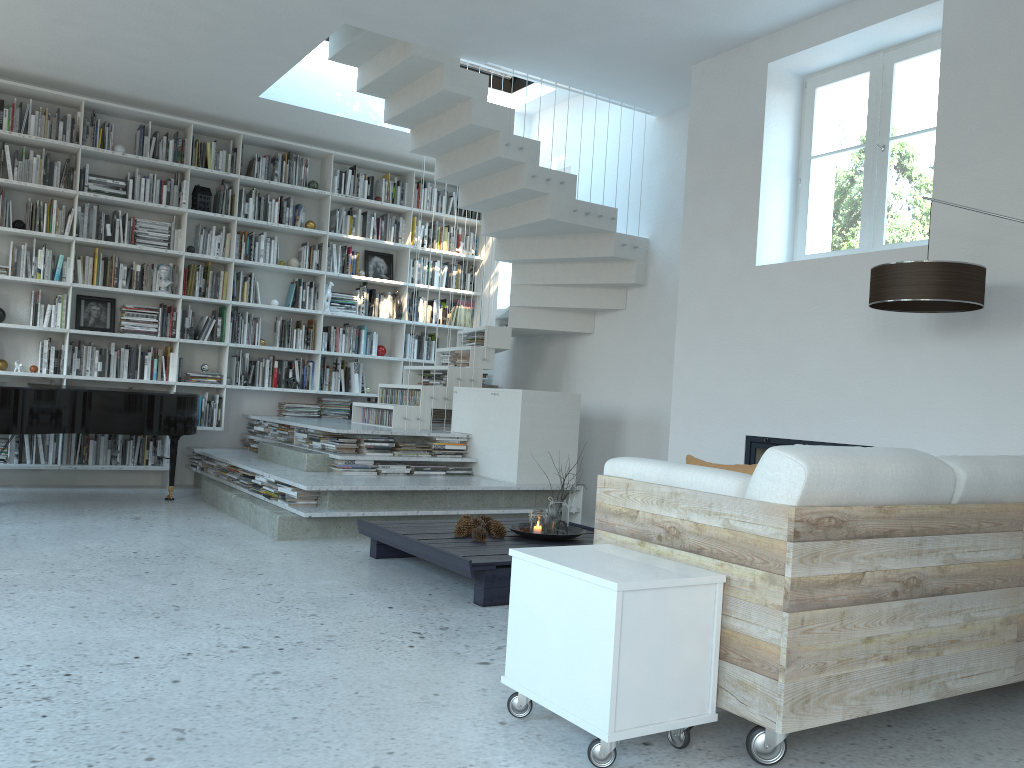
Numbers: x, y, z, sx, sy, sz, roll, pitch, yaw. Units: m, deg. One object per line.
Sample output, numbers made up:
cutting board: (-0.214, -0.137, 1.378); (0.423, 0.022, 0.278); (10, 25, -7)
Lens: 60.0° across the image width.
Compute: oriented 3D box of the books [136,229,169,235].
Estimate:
books: (-3.077, -1.288, 7.557); (0.254, 0.012, 0.161); (4, -1, -36)

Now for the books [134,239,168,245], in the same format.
books: (-3.084, -1.204, 7.560); (0.254, 0.012, 0.161); (4, -1, -34)

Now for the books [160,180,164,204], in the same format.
books: (-3.008, -1.614, 7.579); (0.012, 0.230, 0.158); (4, -1, -33)

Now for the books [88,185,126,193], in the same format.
books: (-3.372, -1.605, 7.360); (0.285, 0.012, 0.159); (4, -1, -35)

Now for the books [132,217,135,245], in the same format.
books: (-3.199, -1.269, 7.456); (0.013, 0.247, 0.176); (4, -1, -33)

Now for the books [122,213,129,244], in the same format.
books: (-3.248, -1.284, 7.430); (0.021, 0.269, 0.191); (4, -1, -33)

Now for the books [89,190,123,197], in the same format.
books: (-3.371, -1.568, 7.354); (0.254, 0.012, 0.161); (4, -1, -28)

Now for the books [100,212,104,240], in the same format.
books: (-3.407, -1.286, 7.340); (0.014, 0.250, 0.172); (4, -1, -33)

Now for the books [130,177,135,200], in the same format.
books: (-3.212, -1.625, 7.481); (0.024, 0.223, 0.128); (4, -1, -33)

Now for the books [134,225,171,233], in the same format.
books: (-3.078, -1.313, 7.561); (0.285, 0.012, 0.159); (4, -1, -34)

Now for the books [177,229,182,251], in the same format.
books: (-2.899, -1.225, 7.681); (0.030, 0.205, 0.158); (4, -1, -33)

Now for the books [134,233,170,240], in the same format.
books: (-3.081, -1.252, 7.561); (0.285, 0.012, 0.159); (4, -1, -32)

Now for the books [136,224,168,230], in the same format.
books: (-3.072, -1.325, 7.554); (0.254, 0.012, 0.161); (4, -1, -28)

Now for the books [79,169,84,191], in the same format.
books: (-3.528, -1.639, 7.240); (0.027, 0.201, 0.167); (4, -1, -33)

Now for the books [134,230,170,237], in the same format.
books: (-3.077, -1.276, 7.557); (0.285, 0.012, 0.159); (4, -1, -30)

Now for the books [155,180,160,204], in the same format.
books: (-3.038, -1.613, 7.553); (0.023, 0.223, 0.190); (4, -1, -33)

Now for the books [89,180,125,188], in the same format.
books: (-3.366, -1.647, 7.357); (0.254, 0.025, 0.161); (4, -1, -37)

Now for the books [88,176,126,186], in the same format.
books: (-3.367, -1.671, 7.361); (0.285, 0.024, 0.159); (4, -1, -31)

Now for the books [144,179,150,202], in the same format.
books: (-3.108, -1.616, 7.519); (0.028, 0.219, 0.183); (4, -1, -33)

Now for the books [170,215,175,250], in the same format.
books: (-2.936, -1.285, 7.652); (0.012, 0.319, 0.139); (4, -1, -33)

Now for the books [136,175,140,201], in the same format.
books: (-3.169, -1.630, 7.478); (0.021, 0.237, 0.171); (4, -1, -33)

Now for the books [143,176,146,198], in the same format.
books: (-3.129, -1.630, 7.516); (0.012, 0.244, 0.131); (4, -1, -33)

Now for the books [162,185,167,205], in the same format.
books: (-2.990, -1.592, 7.586); (0.029, 0.188, 0.176); (4, -1, -33)

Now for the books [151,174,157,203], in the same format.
books: (-3.060, -1.638, 7.548); (0.023, 0.269, 0.184); (4, -1, -33)

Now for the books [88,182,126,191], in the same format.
books: (-3.366, -1.622, 7.354); (0.285, 0.024, 0.159); (4, -1, -28)

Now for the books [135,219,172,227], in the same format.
books: (-3.069, -1.363, 7.553); (0.285, 0.012, 0.159); (4, -1, -38)

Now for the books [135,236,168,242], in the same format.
books: (-3.081, -1.228, 7.559); (0.254, 0.012, 0.161); (4, -1, -31)

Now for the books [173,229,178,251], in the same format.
books: (-2.921, -1.224, 7.660); (0.030, 0.198, 0.172); (4, -1, -33)

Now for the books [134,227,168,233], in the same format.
books: (-3.077, -1.301, 7.559); (0.254, 0.012, 0.161); (4, -1, -31)

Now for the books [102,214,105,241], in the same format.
books: (-3.397, -1.280, 7.348); (0.011, 0.239, 0.147); (4, -1, -33)

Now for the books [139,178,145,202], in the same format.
books: (-3.140, -1.617, 7.495); (0.027, 0.216, 0.190); (4, -1, -33)

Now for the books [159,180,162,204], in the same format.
books: (-3.021, -1.615, 7.578); (0.010, 0.230, 0.152); (4, -1, -33)

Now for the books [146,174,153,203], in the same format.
books: (-3.093, -1.642, 7.551); (0.029, 0.273, 0.140); (4, -1, -33)

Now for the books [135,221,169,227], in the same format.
books: (-3.076, -1.351, 7.563); (0.254, 0.012, 0.161); (4, -1, -33)

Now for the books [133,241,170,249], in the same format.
books: (-3.085, -1.179, 7.561); (0.285, 0.012, 0.159); (4, -1, -32)

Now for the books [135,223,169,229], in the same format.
books: (-3.075, -1.339, 7.559); (0.254, 0.012, 0.161); (4, -1, -31)

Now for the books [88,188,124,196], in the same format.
books: (-3.372, -1.581, 7.357); (0.254, 0.012, 0.161); (4, -1, -36)

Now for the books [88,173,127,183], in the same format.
books: (-3.368, -1.696, 7.365); (0.285, 0.024, 0.159); (4, -1, -33)

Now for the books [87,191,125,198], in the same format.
books: (-3.374, -1.556, 7.357); (0.285, 0.012, 0.159); (4, -1, -30)

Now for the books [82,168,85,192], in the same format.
books: (-3.518, -1.646, 7.262); (0.013, 0.218, 0.141); (4, -1, -33)

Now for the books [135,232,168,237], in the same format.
books: (-3.080, -1.264, 7.561); (0.254, 0.012, 0.161); (4, -1, -32)

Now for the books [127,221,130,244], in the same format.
books: (-3.239, -1.256, 7.455); (0.024, 0.216, 0.132); (4, -1, -33)

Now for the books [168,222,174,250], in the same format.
books: (-2.940, -1.253, 7.632); (0.012, 0.254, 0.161); (4, -1, -33)

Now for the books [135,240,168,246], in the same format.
books: (-3.086, -1.192, 7.562); (0.254, 0.012, 0.161); (4, -1, -33)

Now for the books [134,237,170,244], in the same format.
books: (-3.081, -1.216, 7.557); (0.285, 0.012, 0.159); (4, -1, -36)

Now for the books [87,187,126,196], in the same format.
books: (-3.372, -1.593, 7.357); (0.285, 0.012, 0.159); (4, -1, -36)

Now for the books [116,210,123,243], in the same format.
books: (-3.284, -1.297, 7.423); (0.049, 0.291, 0.162); (4, -1, -33)

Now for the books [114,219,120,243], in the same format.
books: (-3.309, -1.262, 7.406); (0.024, 0.216, 0.148); (4, -1, -33)

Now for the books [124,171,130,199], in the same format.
books: (-3.234, -1.643, 7.437); (0.012, 0.254, 0.161); (4, -1, -33)

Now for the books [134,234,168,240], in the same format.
books: (-3.081, -1.240, 7.559); (0.254, 0.012, 0.161); (4, -1, -35)

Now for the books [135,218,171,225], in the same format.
books: (-3.073, -1.375, 7.559); (0.285, 0.012, 0.159); (4, -1, -31)

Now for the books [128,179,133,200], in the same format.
books: (-3.218, -1.608, 7.443); (0.025, 0.187, 0.193); (4, -1, -33)

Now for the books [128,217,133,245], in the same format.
books: (-3.217, -1.269, 7.459); (0.015, 0.245, 0.183); (4, -1, -33)

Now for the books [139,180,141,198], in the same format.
books: (-3.164, -1.612, 7.497); (0.011, 0.204, 0.133); (4, -1, -33)

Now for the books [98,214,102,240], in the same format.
books: (-3.421, -1.279, 7.336); (0.014, 0.233, 0.147); (4, -1, -33)

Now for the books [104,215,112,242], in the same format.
books: (-3.361, -1.276, 7.364); (0.066, 0.236, 0.153); (4, -1, -33)

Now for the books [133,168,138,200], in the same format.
books: (-3.173, -1.654, 7.456); (0.011, 0.284, 0.190); (4, -1, -33)

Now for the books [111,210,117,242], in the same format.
books: (-3.329, -1.298, 7.399); (0.022, 0.285, 0.130); (4, -1, -33)
